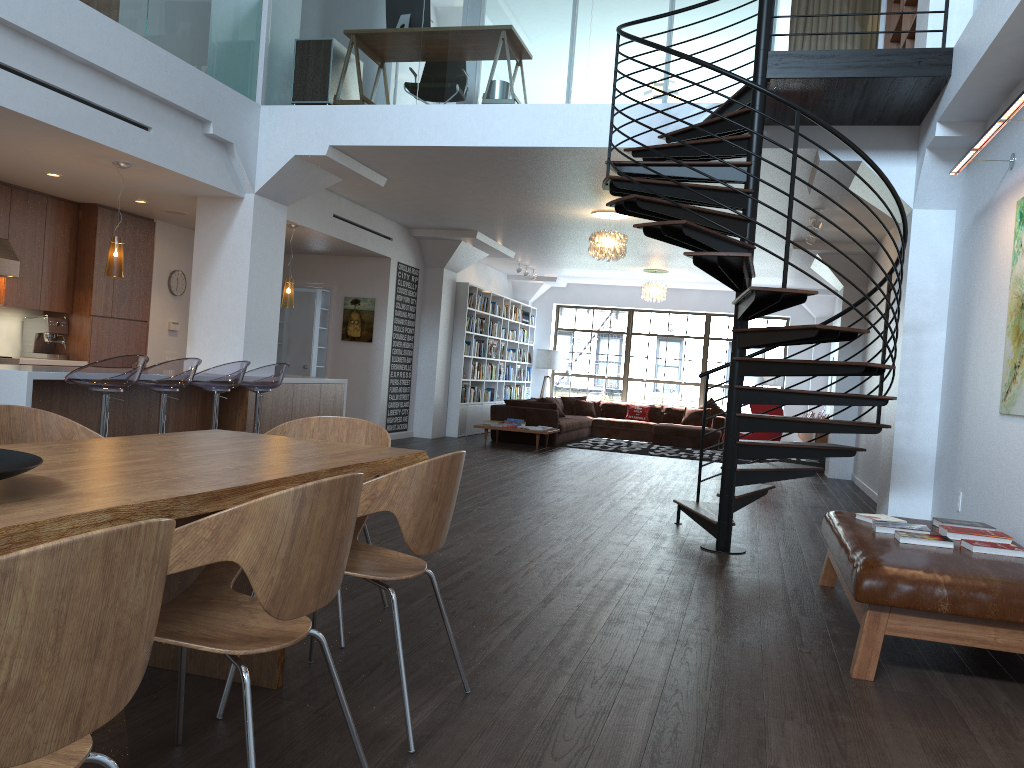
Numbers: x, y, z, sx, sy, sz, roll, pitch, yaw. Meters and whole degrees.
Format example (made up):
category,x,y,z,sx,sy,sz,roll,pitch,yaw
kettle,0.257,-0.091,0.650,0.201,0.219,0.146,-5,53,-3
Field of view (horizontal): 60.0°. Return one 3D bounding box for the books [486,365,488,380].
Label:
category,x,y,z,sx,sy,sz,roll,pitch,yaw
books,-0.505,-0.201,15.153,0.160,0.250,0.026,5,1,15

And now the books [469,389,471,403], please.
category,x,y,z,sx,sy,sz,roll,pitch,yaw
books,-0.745,0.185,14.396,0.161,0.223,0.032,5,1,15

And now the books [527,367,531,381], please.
category,x,y,z,sx,sy,sz,roll,pitch,yaw
books,0.287,-0.203,18.089,0.176,0.290,0.053,5,1,15

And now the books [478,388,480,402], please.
category,x,y,z,sx,sy,sz,roll,pitch,yaw
books,-0.624,0.181,14.865,0.174,0.236,0.142,5,1,15

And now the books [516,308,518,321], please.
category,x,y,z,sx,sy,sz,roll,pitch,yaw
books,0.013,-1.312,16.767,0.183,0.253,0.034,5,1,15

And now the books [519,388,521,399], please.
category,x,y,z,sx,sy,sz,roll,pitch,yaw
books,0.064,0.190,17.413,0.189,0.247,0.057,5,1,15

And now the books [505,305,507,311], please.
category,x,y,z,sx,sy,sz,roll,pitch,yaw
books,-0.182,-1.315,16.072,0.160,0.251,0.031,5,1,15

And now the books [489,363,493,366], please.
category,x,y,z,sx,sy,sz,roll,pitch,yaw
books,-0.424,-0.220,15.481,0.176,0.290,0.036,5,1,15

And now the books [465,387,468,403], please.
category,x,y,z,sx,sy,sz,roll,pitch,yaw
books,-0.805,0.168,14.202,0.180,0.251,0.048,5,1,15

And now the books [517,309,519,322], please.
category,x,y,z,sx,sy,sz,roll,pitch,yaw
books,0.038,-1.310,16.871,0.160,0.250,0.026,5,1,15

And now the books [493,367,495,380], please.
category,x,y,z,sx,sy,sz,roll,pitch,yaw
books,-0.393,-0.185,15.593,0.161,0.223,0.027,5,1,15

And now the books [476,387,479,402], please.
category,x,y,z,sx,sy,sz,roll,pitch,yaw
books,-0.646,0.172,14.778,0.183,0.253,0.042,5,1,15

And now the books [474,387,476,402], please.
category,x,y,z,sx,sy,sz,roll,pitch,yaw
books,-0.690,0.174,14.619,0.171,0.246,0.039,5,1,15

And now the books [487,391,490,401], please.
category,x,y,z,sx,sy,sz,roll,pitch,yaw
books,-0.449,0.214,15.481,0.128,0.178,0.021,5,1,15

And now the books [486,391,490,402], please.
category,x,y,z,sx,sy,sz,roll,pitch,yaw
books,-0.457,0.216,15.455,0.126,0.173,0.032,5,1,15

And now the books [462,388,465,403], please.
category,x,y,z,sx,sy,sz,roll,pitch,yaw
books,-0.847,0.174,14.011,0.174,0.240,0.054,5,1,15

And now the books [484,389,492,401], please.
category,x,y,z,sx,sy,sz,roll,pitch,yaw
books,-0.425,0.202,15.566,0.146,0.202,0.027,5,1,15

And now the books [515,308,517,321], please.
category,x,y,z,sx,sy,sz,roll,pitch,yaw
books,0.001,-1.312,16.736,0.183,0.253,0.034,5,1,15

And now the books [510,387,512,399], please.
category,x,y,z,sx,sy,sz,roll,pitch,yaw
books,-0.096,0.184,16.776,0.183,0.253,0.034,5,1,15

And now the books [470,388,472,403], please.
category,x,y,z,sx,sy,sz,roll,pitch,yaw
books,-0.743,0.180,14.441,0.176,0.231,0.053,5,1,15

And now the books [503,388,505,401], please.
category,x,y,z,sx,sy,sz,roll,pitch,yaw
books,-0.232,0.187,16.328,0.174,0.240,0.045,5,1,15

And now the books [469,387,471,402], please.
category,x,y,z,sx,sy,sz,roll,pitch,yaw
books,-0.761,0.170,14.368,0.160,0.251,0.031,5,1,15

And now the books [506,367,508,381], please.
category,x,y,z,sx,sy,sz,roll,pitch,yaw
books,-0.171,-0.190,16.397,0.174,0.243,0.085,5,1,15

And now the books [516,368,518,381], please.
category,x,y,z,sx,sy,sz,roll,pitch,yaw
books,0.024,-0.191,17.124,0.174,0.251,0.051,5,1,15

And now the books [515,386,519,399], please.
category,x,y,z,sx,sy,sz,roll,pitch,yaw
books,0.037,0.170,17.357,0.198,0.284,0.066,5,1,15

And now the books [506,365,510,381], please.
category,x,y,z,sx,sy,sz,roll,pitch,yaw
books,-0.132,-0.213,16.584,0.197,0.290,0.136,5,1,15

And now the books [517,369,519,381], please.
category,x,y,z,sx,sy,sz,roll,pitch,yaw
books,0.045,-0.175,17.191,0.161,0.223,0.030,5,1,15

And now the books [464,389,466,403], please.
category,x,y,z,sx,sy,sz,roll,pitch,yaw
books,-0.824,0.183,14.083,0.161,0.223,0.032,5,1,15

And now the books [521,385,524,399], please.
category,x,y,z,sx,sy,sz,roll,pitch,yaw
books,0.133,0.170,17.674,0.176,0.290,0.053,5,1,15

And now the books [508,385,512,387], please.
category,x,y,z,sx,sy,sz,roll,pitch,yaw
books,-0.095,0.165,16.812,0.176,0.290,0.036,5,1,15

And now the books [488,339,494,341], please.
category,x,y,z,sx,sy,sz,roll,pitch,yaw
books,-0.446,-0.759,15.211,0.223,0.027,0.161,5,1,25

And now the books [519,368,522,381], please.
category,x,y,z,sx,sy,sz,roll,pitch,yaw
books,0.095,-0.190,17.409,0.183,0.253,0.042,5,1,15

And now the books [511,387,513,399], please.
category,x,y,z,sx,sy,sz,roll,pitch,yaw
books,-0.082,0.181,16.858,0.180,0.259,0.060,5,1,15

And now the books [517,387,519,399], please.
category,x,y,z,sx,sy,sz,roll,pitch,yaw
books,0.037,0.186,17.296,0.183,0.253,0.037,5,1,15

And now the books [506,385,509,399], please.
category,x,y,z,sx,sy,sz,roll,pitch,yaw
books,-0.163,0.164,16.548,0.176,0.290,0.053,5,1,15

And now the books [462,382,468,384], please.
category,x,y,z,sx,sy,sz,roll,pitch,yaw
books,-0.824,-0.017,14.035,0.223,0.027,0.161,5,1,25

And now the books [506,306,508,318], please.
category,x,y,z,sx,sy,sz,roll,pitch,yaw
books,-0.166,-1.300,16.099,0.161,0.223,0.032,5,1,15

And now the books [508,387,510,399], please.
category,x,y,z,sx,sy,sz,roll,pitch,yaw
books,-0.140,0.183,16.621,0.183,0.253,0.034,5,1,15

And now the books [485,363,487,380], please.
category,x,y,z,sx,sy,sz,roll,pitch,yaw
books,-0.530,-0.220,15.113,0.198,0.284,0.066,5,1,15

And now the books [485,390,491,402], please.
category,x,y,z,sx,sy,sz,roll,pitch,yaw
books,-0.444,0.207,15.510,0.139,0.191,0.036,5,1,15

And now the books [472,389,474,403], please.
category,x,y,z,sx,sy,sz,roll,pitch,yaw
books,-0.713,0.194,14.511,0.161,0.223,0.030,5,1,15

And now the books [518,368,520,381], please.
category,x,y,z,sx,sy,sz,roll,pitch,yaw
books,0.063,-0.187,17.293,0.171,0.246,0.036,5,1,15

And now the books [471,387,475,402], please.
category,x,y,z,sx,sy,sz,roll,pitch,yaw
books,-0.712,0.168,14.549,0.183,0.253,0.042,5,1,15

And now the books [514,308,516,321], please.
category,x,y,z,sx,sy,sz,roll,pitch,yaw
books,-0.019,-1.309,16.656,0.171,0.246,0.057,5,1,15

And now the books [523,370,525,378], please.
category,x,y,z,sx,sy,sz,roll,pitch,yaw
books,0.152,-0.175,17.626,0.168,0.228,0.139,5,1,15

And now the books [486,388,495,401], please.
category,x,y,z,sx,sy,sz,roll,pitch,yaw
books,-0.388,0.188,15.729,0.140,0.231,0.042,5,1,15

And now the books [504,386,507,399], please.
category,x,y,z,sx,sy,sz,roll,pitch,yaw
books,-0.200,0.166,16.443,0.198,0.284,0.066,5,1,15

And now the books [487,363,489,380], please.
category,x,y,z,sx,sy,sz,roll,pitch,yaw
books,-0.493,-0.221,15.217,0.176,0.290,0.053,5,1,15

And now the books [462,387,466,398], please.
category,x,y,z,sx,sy,sz,roll,pitch,yaw
books,-0.827,0.167,14.122,0.183,0.253,0.042,5,1,15

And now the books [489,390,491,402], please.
category,x,y,z,sx,sy,sz,roll,pitch,yaw
books,-0.440,0.202,15.542,0.146,0.202,0.027,5,1,15

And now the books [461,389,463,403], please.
category,x,y,z,sx,sy,sz,roll,pitch,yaw
books,-0.860,0.182,13.970,0.161,0.223,0.032,5,1,15

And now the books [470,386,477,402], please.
category,x,y,z,sx,sy,sz,roll,pitch,yaw
books,-0.674,0.168,14.696,0.180,0.259,0.042,5,1,15

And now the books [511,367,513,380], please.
category,x,y,z,sx,sy,sz,roll,pitch,yaw
books,-0.074,-0.192,16.779,0.170,0.251,0.118,5,1,15

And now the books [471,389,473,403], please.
category,x,y,z,sx,sy,sz,roll,pitch,yaw
books,-0.726,0.185,14.481,0.161,0.223,0.033,5,1,15

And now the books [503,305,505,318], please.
category,x,y,z,sx,sy,sz,roll,pitch,yaw
books,-0.215,-1.307,15.940,0.174,0.236,0.136,5,1,15

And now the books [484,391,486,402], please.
category,x,y,z,sx,sy,sz,roll,pitch,yaw
books,-0.524,0.212,15.215,0.128,0.178,0.022,5,1,15

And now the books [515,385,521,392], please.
category,x,y,z,sx,sy,sz,roll,pitch,yaw
books,0.096,0.166,17.457,0.140,0.298,0.044,5,1,15

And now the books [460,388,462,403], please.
category,x,y,z,sx,sy,sz,roll,pitch,yaw
books,-0.893,0.150,13.905,0.198,0.284,0.049,5,1,15

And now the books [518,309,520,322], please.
category,x,y,z,sx,sy,sz,roll,pitch,yaw
books,0.049,-1.311,16.899,0.183,0.253,0.034,5,1,15
